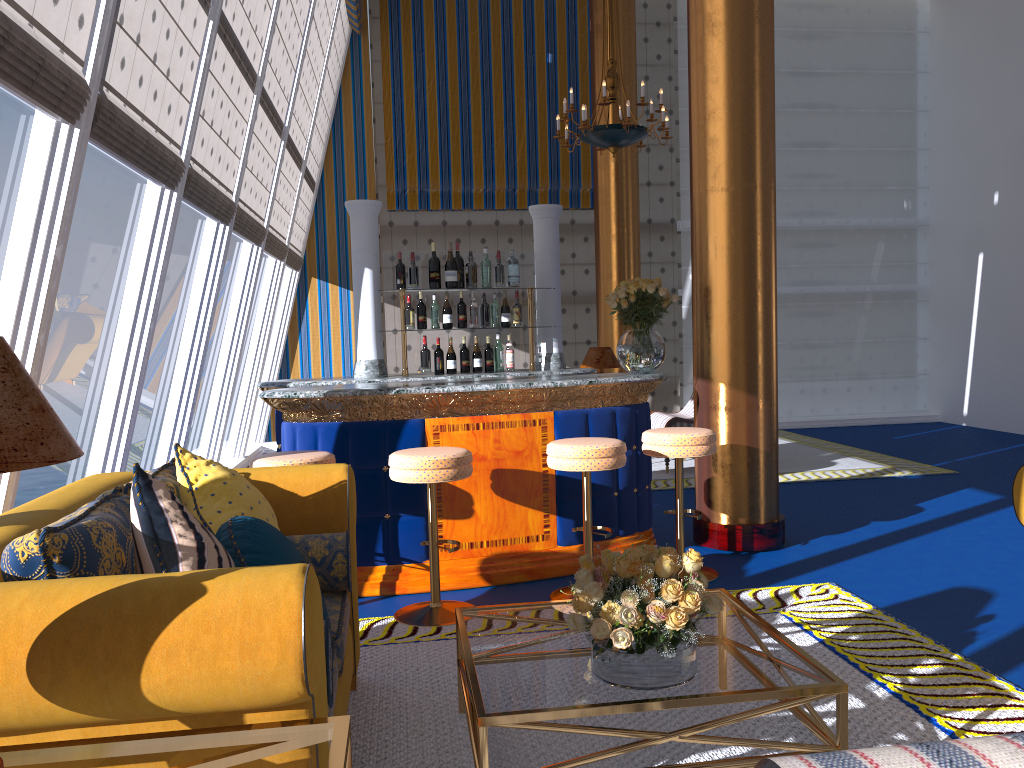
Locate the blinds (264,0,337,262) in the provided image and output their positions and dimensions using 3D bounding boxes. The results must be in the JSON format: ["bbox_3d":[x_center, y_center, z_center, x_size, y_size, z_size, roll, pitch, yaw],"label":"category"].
[{"bbox_3d":[-1.947,-2.957,8.598,0.877,3.396,1.360,-2,4,-7],"label":"blinds"}]

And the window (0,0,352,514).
[{"bbox_3d":[-1.554,-1.767,3.398,1.623,5.860,15.409,-2,3,-7],"label":"window"}]

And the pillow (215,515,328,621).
[{"bbox_3d":[-0.702,0.584,2.602,0.319,0.404,0.474,-1,3,6],"label":"pillow"}]

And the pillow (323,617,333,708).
[{"bbox_3d":[-0.622,0.684,2.132,0.374,0.219,0.174,-2,4,-8],"label":"pillow"}]

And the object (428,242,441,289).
[{"bbox_3d":[-0.504,-0.767,5.760,0.081,0.303,0.081,-2,4,-2],"label":"object"}]

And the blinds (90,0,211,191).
[{"bbox_3d":[-1.378,-2.724,4.110,0.877,3.396,1.360,-2,4,-7],"label":"blinds"}]

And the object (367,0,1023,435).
[{"bbox_3d":[2.114,-7.137,3.298,63.306,33.627,63.196,-2,3,-1],"label":"object"}]

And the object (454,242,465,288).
[{"bbox_3d":[-0.354,-0.775,5.806,0.081,0.303,0.081,-1,4,9],"label":"object"}]

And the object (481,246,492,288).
[{"bbox_3d":[-0.171,-0.766,5.829,0.069,0.271,0.069,-2,4,3],"label":"object"}]

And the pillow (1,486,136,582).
[{"bbox_3d":[-1.083,0.574,2.258,0.247,0.550,0.605,-2,4,-10],"label":"pillow"}]

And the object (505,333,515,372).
[{"bbox_3d":[-0.014,-0.211,5.976,0.061,0.258,0.061,-2,4,-7],"label":"object"}]

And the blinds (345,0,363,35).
[{"bbox_3d":[-1.762,-4.569,9.938,0.339,0.831,1.519,-2,3,-7],"label":"blinds"}]

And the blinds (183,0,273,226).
[{"bbox_3d":[-1.570,-2.803,5.622,0.877,3.396,1.360,-2,4,-7],"label":"blinds"}]

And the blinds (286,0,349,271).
[{"bbox_3d":[-2.133,-3.034,10.063,0.877,3.396,1.360,-2,4,-7],"label":"blinds"}]

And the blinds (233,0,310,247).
[{"bbox_3d":[-1.754,-2.878,7.074,0.877,3.396,1.360,-2,4,-7],"label":"blinds"}]

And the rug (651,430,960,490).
[{"bbox_3d":[0.562,0.796,9.012,6.276,0.011,3.580,-2,3,-8],"label":"rug"}]

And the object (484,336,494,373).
[{"bbox_3d":[-0.155,-0.197,5.915,0.066,0.244,0.065,-4,4,-26],"label":"object"}]

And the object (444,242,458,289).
[{"bbox_3d":[-0.399,-0.771,5.775,0.085,0.303,0.084,-3,4,-13],"label":"object"}]

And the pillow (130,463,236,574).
[{"bbox_3d":[-0.848,0.509,2.355,0.282,0.619,0.688,-2,4,-10],"label":"pillow"}]

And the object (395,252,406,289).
[{"bbox_3d":[-0.722,-0.734,5.744,0.065,0.244,0.065,-2,4,-4],"label":"object"}]

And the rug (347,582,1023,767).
[{"bbox_3d":[0.263,1.241,1.181,3.603,0.010,6.233,-2,3,-8],"label":"rug"}]

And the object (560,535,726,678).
[{"bbox_3d":[0.356,0.636,2.593,0.458,0.388,0.499,-3,4,-26],"label":"object"}]

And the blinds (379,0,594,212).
[{"bbox_3d":[-0.250,-3.644,10.943,2.669,2.992,0.151,-2,4,-8],"label":"blinds"}]

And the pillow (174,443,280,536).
[{"bbox_3d":[-0.914,0.477,2.891,0.328,0.583,0.578,-1,4,13],"label":"pillow"}]

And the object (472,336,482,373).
[{"bbox_3d":[-0.234,-0.197,5.882,0.069,0.244,0.068,-4,4,-26],"label":"object"}]

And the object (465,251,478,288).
[{"bbox_3d":[-0.268,-0.749,5.822,0.077,0.248,0.075,-5,5,-44],"label":"object"}]

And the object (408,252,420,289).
[{"bbox_3d":[-0.645,-0.740,5.798,0.071,0.246,0.073,2,5,42],"label":"object"}]

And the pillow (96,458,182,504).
[{"bbox_3d":[-1.159,0.545,2.856,0.247,0.547,0.608,-2,4,-10],"label":"pillow"}]

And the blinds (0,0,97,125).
[{"bbox_3d":[-1.190,-2.647,2.631,0.877,3.396,1.360,-2,4,-7],"label":"blinds"}]

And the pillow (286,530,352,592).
[{"bbox_3d":[-0.754,0.633,3.113,0.374,0.219,0.214,-2,4,-8],"label":"pillow"}]

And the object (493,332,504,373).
[{"bbox_3d":[-0.090,-0.213,5.956,0.068,0.269,0.069,2,5,43],"label":"object"}]
